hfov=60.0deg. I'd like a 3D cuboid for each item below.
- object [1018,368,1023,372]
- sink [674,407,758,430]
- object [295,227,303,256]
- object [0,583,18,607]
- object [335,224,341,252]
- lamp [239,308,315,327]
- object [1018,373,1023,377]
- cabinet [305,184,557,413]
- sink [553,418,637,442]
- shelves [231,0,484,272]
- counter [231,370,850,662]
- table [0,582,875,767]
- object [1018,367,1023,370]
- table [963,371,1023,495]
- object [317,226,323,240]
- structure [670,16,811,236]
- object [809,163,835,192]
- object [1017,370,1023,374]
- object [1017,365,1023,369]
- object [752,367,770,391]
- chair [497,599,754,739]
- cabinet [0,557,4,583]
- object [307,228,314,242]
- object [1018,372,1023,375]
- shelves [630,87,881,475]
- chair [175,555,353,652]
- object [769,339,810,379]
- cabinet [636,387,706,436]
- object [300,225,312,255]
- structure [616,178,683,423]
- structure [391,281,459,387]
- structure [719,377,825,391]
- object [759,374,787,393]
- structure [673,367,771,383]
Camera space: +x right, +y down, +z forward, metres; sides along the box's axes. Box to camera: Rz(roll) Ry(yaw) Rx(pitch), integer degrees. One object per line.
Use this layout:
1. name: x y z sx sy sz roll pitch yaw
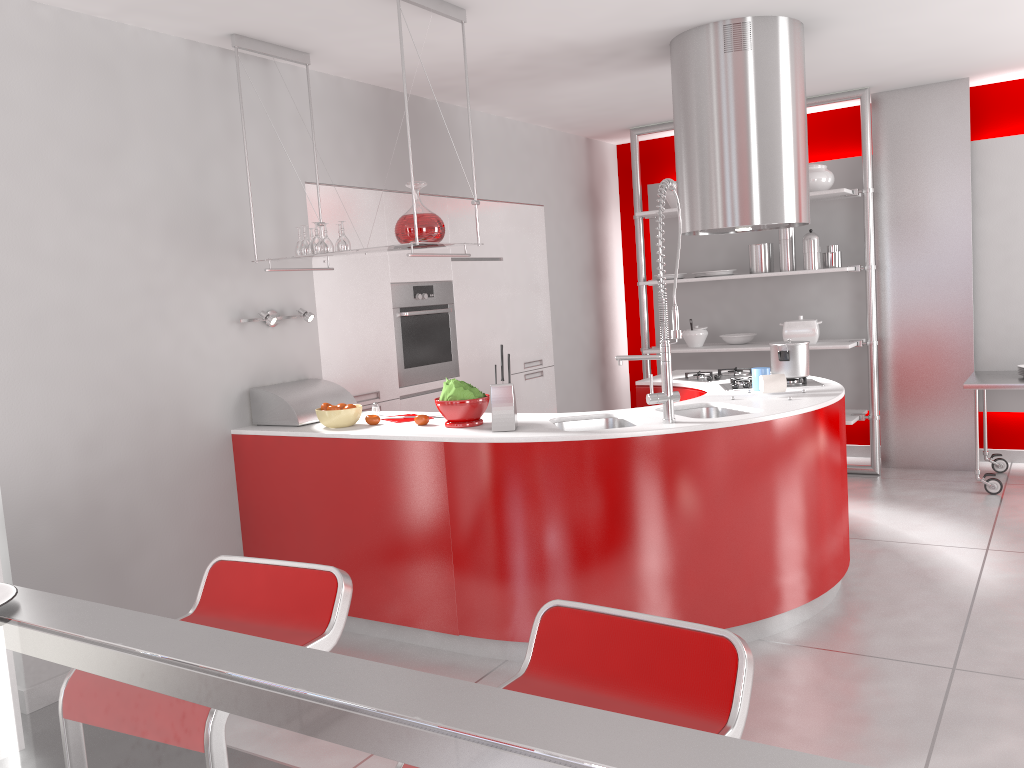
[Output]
1. object: 3.219 -0.081 5.403 0.228 0.020 0.228 -3 6 14
2. sink: 0.807 0.211 3.635 0.326 0.172 0.428 -6 6 -19
3. object: -0.958 -0.638 4.019 0.060 0.141 0.060 0 7 32
4. object: -0.828 0.326 1.267 0.217 0.015 0.217 -6 6 -21
5. object: -0.771 -0.648 3.993 0.060 0.141 0.060 0 7 32
6. lamp: -1.088 -0.314 4.200 0.155 0.081 0.454 0 7 32
7. object: 3.221 -0.051 5.406 0.228 0.020 0.228 -3 6 14
8. cabinet: -0.589 -0.140 5.704 0.614 2.026 2.398 0 7 32
9. sink: 0.334 0.254 3.529 0.326 0.172 0.428 -5 6 -7
10. shelves: -0.668 -1.031 3.821 0.934 1.023 0.462 0 7 32
11. counter: 0.298 0.535 4.113 2.865 0.880 1.868 -6 6 -24
12. table: -0.570 0.859 0.865 1.700 1.000 0.800 0 7 32
13. object: 3.218 -0.091 5.402 0.228 0.020 0.228 -3 6 14
14. table: 3.617 0.291 5.256 1.627 0.682 0.749 0 7 33
15. object: -0.866 -0.644 4.025 0.060 0.141 0.060 0 7 32
16. structure: 1.144 -1.254 4.455 0.644 0.958 0.644 -4 6 -1
17. object: 2.074 -1.413 6.122 0.287 0.222 0.287 -5 6 -13
18. object: 3.219 -0.071 5.404 0.228 0.020 0.228 -3 6 14
19. object: 3.217 -0.101 5.401 0.228 0.020 0.228 -3 6 14
20. object: 1.121 -0.024 3.997 0.080 0.100 0.109 -3 6 5
21. chair: 0.122 0.832 1.375 0.418 0.857 0.460 0 7 37
22. cabinet: -2.274 0.910 2.135 0.610 0.880 1.802 0 7 32
23. object: -0.921 -0.648 4.096 0.060 0.141 0.060 0 7 32
24. object: 3.220 -0.061 5.405 0.228 0.020 0.228 -3 6 14
25. shelves: 1.718 -0.660 6.427 1.735 2.599 0.535 0 7 32
26. chair: -0.583 0.836 1.825 0.418 0.857 0.460 -1 6 28
27. object: 1.341 -0.127 4.277 0.189 0.185 0.218 -4 6 -5
28. cabinet: 0.089 0.500 4.289 1.875 0.761 1.025 -5 6 -12
29. object: -0.914 -0.632 3.933 0.060 0.141 0.060 -3 6 9
30. structure: 0.556 -0.317 3.383 0.308 0.920 0.178 -5 6 -14
31. structure: -0.494 -0.308 5.264 0.050 0.589 0.599 0 7 32
32. structure: 1.250 -0.012 4.304 0.457 0.037 0.303 -3 6 7
33. object: 1.134 -0.003 3.869 0.100 0.080 0.109 -4 6 2
34. structure: 1.144 -0.057 4.825 0.457 0.037 0.303 -7 6 -27
